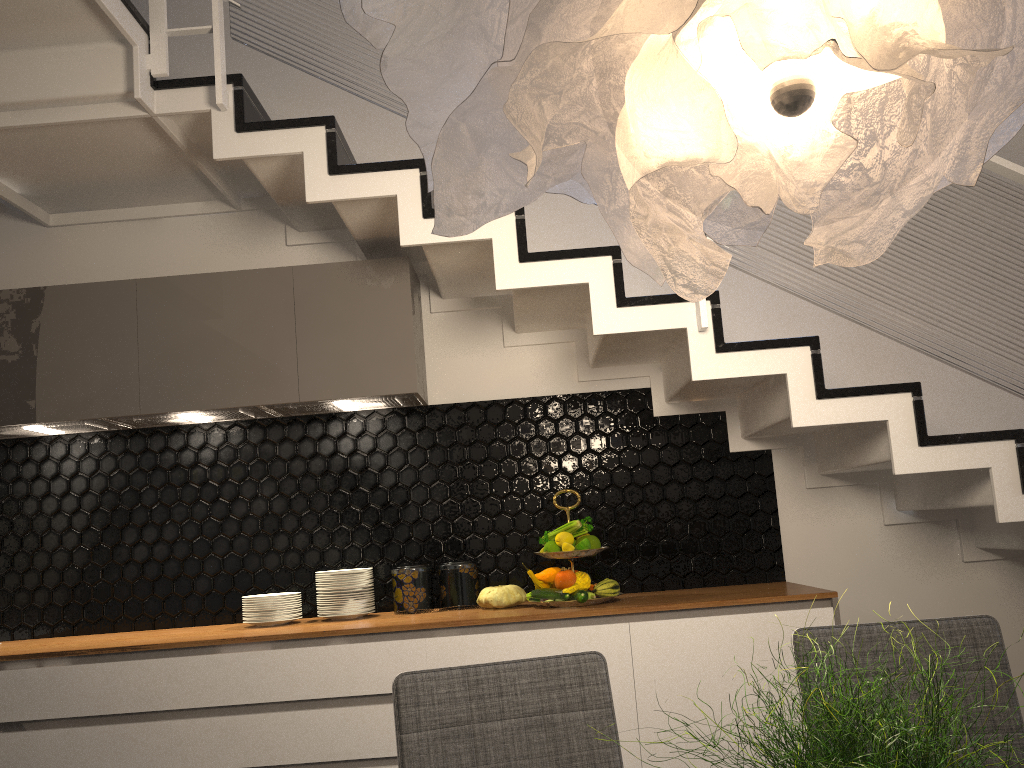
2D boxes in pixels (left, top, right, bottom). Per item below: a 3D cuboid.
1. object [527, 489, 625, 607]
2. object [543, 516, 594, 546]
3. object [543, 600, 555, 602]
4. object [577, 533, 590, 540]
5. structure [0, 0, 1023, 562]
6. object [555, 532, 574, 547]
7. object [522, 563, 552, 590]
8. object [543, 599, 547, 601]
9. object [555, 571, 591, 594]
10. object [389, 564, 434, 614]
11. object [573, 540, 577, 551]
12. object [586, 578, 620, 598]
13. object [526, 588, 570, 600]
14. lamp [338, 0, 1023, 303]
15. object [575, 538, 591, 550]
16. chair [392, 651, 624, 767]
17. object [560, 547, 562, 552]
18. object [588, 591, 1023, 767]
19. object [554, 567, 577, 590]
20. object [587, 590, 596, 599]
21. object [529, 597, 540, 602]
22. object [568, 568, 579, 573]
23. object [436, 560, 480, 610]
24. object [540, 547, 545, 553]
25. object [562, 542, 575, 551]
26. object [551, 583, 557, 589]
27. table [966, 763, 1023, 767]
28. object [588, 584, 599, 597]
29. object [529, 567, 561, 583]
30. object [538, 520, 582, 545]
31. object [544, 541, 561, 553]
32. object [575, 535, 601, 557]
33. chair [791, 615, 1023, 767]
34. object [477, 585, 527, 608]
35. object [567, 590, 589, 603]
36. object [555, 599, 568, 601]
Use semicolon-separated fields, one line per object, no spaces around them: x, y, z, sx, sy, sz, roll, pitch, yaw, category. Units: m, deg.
0.217;0.600;3.272;0.352;0.423;0.354;-4;-8;-6;object
0.203;0.550;3.307;0.211;0.100;0.067;-7;-8;16;object
0.134;0.785;3.189;0.042;0.016;0.043;-10;-11;31;object
0.276;0.593;3.334;0.059;0.068;0.079;-9;-9;28;object
-0.839;-2.637;1.870;8.459;8.258;4.262;-5;-7;1;structure
0.192;0.567;3.229;0.071;0.058;0.069;-4;-8;0;object
0.100;0.715;3.266;0.061;0.119;0.126;-9;-9;33;object
0.141;0.790;3.326;0.068;0.051;0.090;1;-10;-32;object
0.226;0.714;3.186;0.079;0.076;0.154;-10;-10;35;object
-0.388;0.801;3.464;0.172;0.183;0.173;2;-10;-40;object
0.234;0.617;3.324;0.063;0.060;0.067;-6;-8;9;object
0.336;0.745;3.217;0.077;0.072;0.152;-11;-11;38;object
0.136;0.760;3.205;0.054;0.044;0.218;3;-12;-42;object
0.153;-2.687;1.381;1.063;5.179;1.123;-6;-7;11;lamp
0.254;0.582;3.186;0.059;0.054;0.060;-10;-10;34;object
0.075;0.948;1.425;0.475;0.913;0.606;-3;-8;-13;chair
0.174;0.619;3.300;0.075;0.061;0.101;-2;-9;-17;object
0.393;0.428;1.011;0.667;0.365;0.535;-4;-9;-4;object
0.196;0.707;3.199;0.085;0.092;0.087;-5;-8;5;object
0.287;0.766;3.245;0.069;0.075;0.231;-3;-9;-8;object
0.082;0.782;3.210;0.043;0.020;0.042;2;-11;-37;object
0.238;0.756;3.381;0.113;0.110;0.112;-1;-9;-23;object
-0.207;0.790;3.478;0.172;0.183;0.173;-1;-8;-22;object
0.128;0.616;3.277;0.052;0.050;0.049;-7;-8;19;object
0.201;0.587;3.169;0.045;0.041;0.048;2;-10;-38;object
0.185;0.738;3.315;0.089;0.078;0.088;-10;-10;35;object
0.423;0.947;0.968;1.799;0.710;1.004;-5;-8;1;table
0.304;0.758;3.259;0.086;0.056;0.088;-12;-11;41;object
0.125;0.704;3.255;0.127;0.055;0.060;-5;-8;2;object
0.172;0.548;3.258;0.181;0.081;0.057;-10;-9;29;object
0.147;0.603;3.238;0.062;0.059;0.065;-4;-8;-3;object
0.279;0.596;3.257;0.096;0.078;0.102;-4;-8;-4;object
0.824;0.912;1.557;0.475;0.913;0.605;-5;-7;3;chair
-0.038;0.803;3.351;0.197;0.083;0.190;-6;-9;10;object
0.224;0.757;3.169;0.061;0.048;0.241;-2;-10;-18;object
0.177;0.772;3.148;0.043;0.014;0.042;-6;-9;11;object
